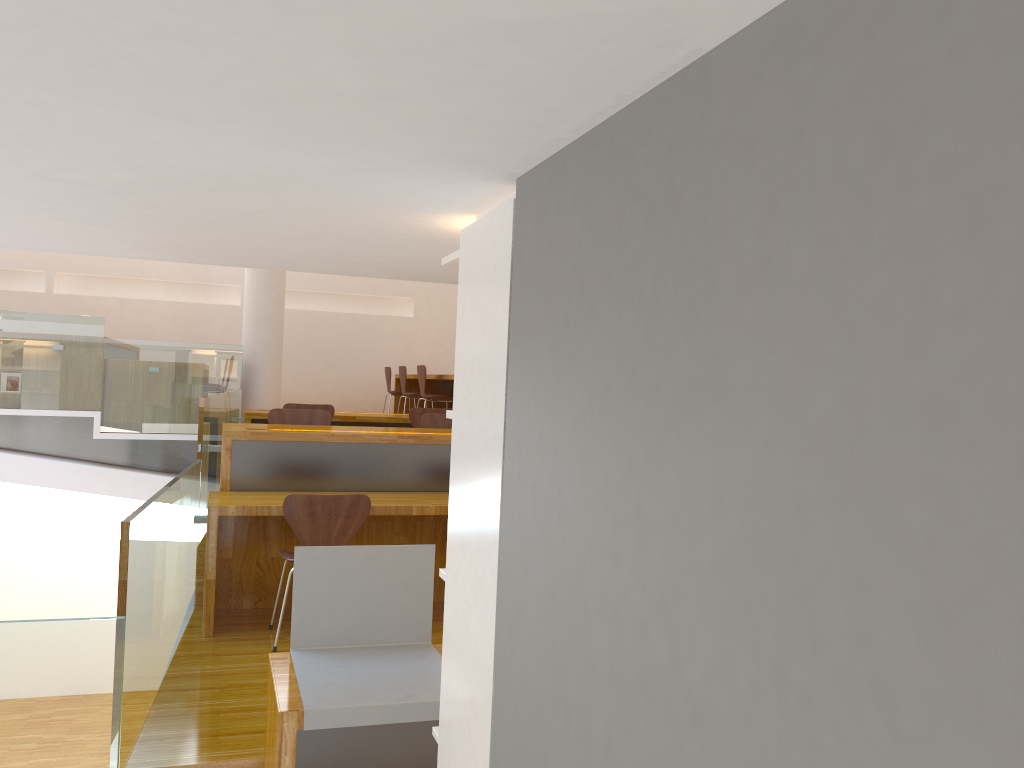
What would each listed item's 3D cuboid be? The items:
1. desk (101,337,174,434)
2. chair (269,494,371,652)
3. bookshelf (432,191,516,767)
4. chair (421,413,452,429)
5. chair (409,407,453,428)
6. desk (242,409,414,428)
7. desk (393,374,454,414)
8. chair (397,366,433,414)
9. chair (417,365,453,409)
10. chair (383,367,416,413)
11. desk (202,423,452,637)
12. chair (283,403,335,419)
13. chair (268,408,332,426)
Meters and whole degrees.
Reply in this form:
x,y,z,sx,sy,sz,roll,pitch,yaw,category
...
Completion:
x,y,z,sx,sy,sz,roll,pitch,yaw,category
-3.834,-0.011,8.774,1.527,0.785,3.243,3,0,-18,desk
-0.889,0.835,4.129,0.428,0.693,0.381,3,0,-18,chair
1.303,0.642,2.164,2.984,1.836,0.498,3,0,-18,bookshelf
-0.369,0.546,5.708,0.428,0.693,0.381,3,0,-18,chair
-0.693,0.536,7.231,0.428,0.693,0.381,3,0,-18,chair
-0.694,0.585,7.745,3.185,0.606,0.760,3,0,-18,desk
-0.644,0.213,9.853,0.760,0.606,3.185,3,0,-18,desk
-1.054,0.156,9.744,0.381,0.693,0.428,3,0,-18,chair
-0.753,0.167,8.821,0.381,0.693,0.428,3,0,-18,chair
-1.364,0.145,10.820,0.381,0.693,0.428,3,0,-18,chair
-0.061,0.763,5.168,3.236,0.918,1.285,3,0,-18,desk
-1.615,0.495,6.930,0.428,0.693,0.381,3,0,-18,chair
-1.292,0.506,5.407,0.428,0.693,0.381,3,0,-18,chair
